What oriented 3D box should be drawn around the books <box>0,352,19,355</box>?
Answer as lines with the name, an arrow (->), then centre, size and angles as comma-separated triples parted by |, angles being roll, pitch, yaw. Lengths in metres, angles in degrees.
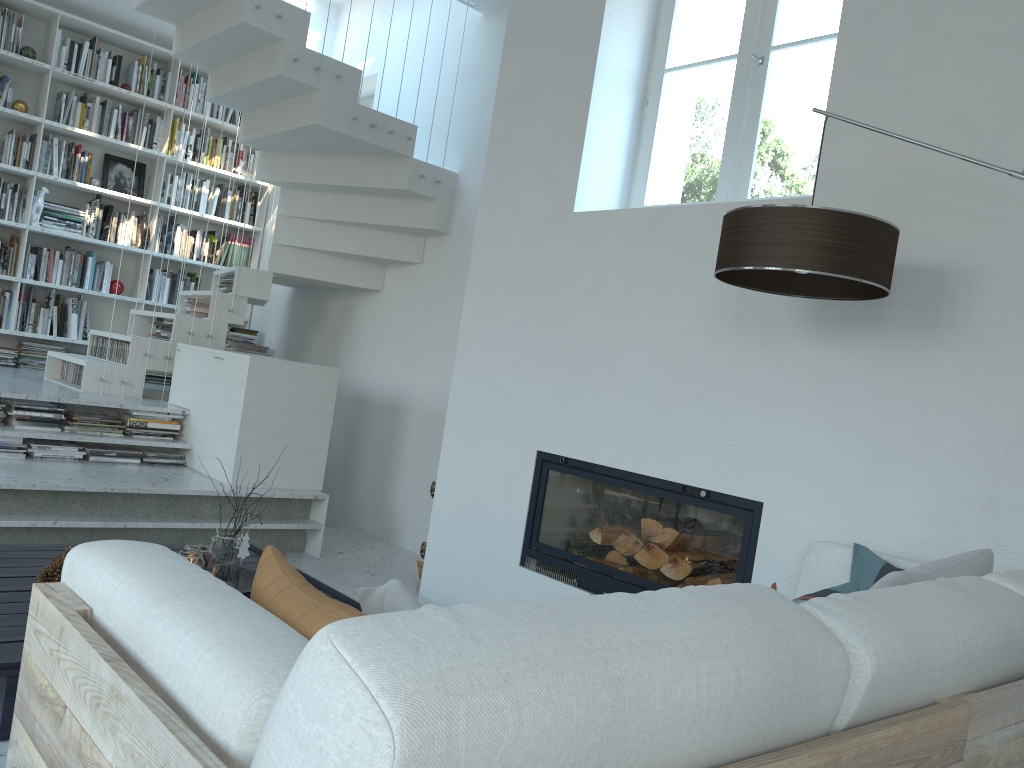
books -> -3.660, -0.233, 6.188 | 0.193, 0.007, 0.346 | 9, 0, 44

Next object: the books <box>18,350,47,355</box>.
books -> -3.417, -0.221, 6.412 | 0.285, 0.005, 0.159 | 9, 0, -43

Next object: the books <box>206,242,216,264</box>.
books -> -2.437, -1.045, 7.103 | 0.024, 0.181, 0.190 | 8, 1, -41

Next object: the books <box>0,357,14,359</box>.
books -> -3.676, -0.205, 6.197 | 0.308, 0.008, 0.195 | 9, 0, -41

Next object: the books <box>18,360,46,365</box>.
books -> -3.422, -0.154, 6.412 | 0.160, 0.007, 0.254 | 9, 0, 45

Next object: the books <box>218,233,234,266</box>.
books -> -2.349, -1.086, 7.197 | 0.072, 0.291, 0.169 | 8, 1, -41

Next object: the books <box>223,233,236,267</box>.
books -> -2.320, -1.084, 7.222 | 0.033, 0.294, 0.169 | 8, 1, -41

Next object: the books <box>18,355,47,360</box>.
books -> -3.415, -0.188, 6.409 | 0.159, 0.007, 0.285 | 9, 0, 44

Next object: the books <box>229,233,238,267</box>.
books -> -2.293, -1.080, 7.228 | 0.018, 0.293, 0.169 | 8, 1, -41

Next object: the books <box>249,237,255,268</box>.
books -> -2.194, -1.064, 7.334 | 0.018, 0.293, 0.169 | 8, 1, -41

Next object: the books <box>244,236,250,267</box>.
books -> -2.221, -1.069, 7.310 | 0.018, 0.293, 0.169 | 8, 1, -41

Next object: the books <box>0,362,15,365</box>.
books -> -3.674, -0.167, 6.186 | 0.346, 0.007, 0.193 | 9, 0, -36

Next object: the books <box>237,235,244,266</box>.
books -> -2.259, -1.075, 7.271 | 0.018, 0.293, 0.169 | 8, 1, -41

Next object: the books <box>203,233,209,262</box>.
books -> -2.485, -1.087, 7.105 | 0.025, 0.249, 0.133 | 8, 1, -41

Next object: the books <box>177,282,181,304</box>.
books -> -2.655, -0.727, 6.985 | 0.014, 0.221, 0.155 | 8, 1, -41

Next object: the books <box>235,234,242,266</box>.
books -> -2.275, -1.077, 7.262 | 0.018, 0.293, 0.169 | 8, 1, -41

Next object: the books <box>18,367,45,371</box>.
books -> -3.432, -0.107, 6.412 | 0.254, 0.007, 0.160 | 9, 0, -38

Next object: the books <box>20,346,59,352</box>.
books -> -3.407, -0.252, 6.410 | 0.254, 0.006, 0.160 | 9, 0, -37

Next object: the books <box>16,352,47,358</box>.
books -> -3.419, -0.202, 6.416 | 0.285, 0.007, 0.159 | 9, 0, -40

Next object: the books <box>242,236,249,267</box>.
books -> -2.231, -1.070, 7.294 | 0.018, 0.293, 0.169 | 8, 1, -41

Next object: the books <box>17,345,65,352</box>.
books -> -3.407, -0.257, 6.412 | 0.285, 0.005, 0.159 | 9, 0, -44

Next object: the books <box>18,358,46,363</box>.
books -> -3.420, -0.168, 6.411 | 0.160, 0.007, 0.254 | 9, 0, 45

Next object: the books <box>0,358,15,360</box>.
books -> -3.668, -0.196, 6.187 | 0.195, 0.008, 0.308 | 9, 0, 44

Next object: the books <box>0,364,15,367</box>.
books -> -3.678, -0.152, 6.188 | 0.346, 0.007, 0.193 | 9, 0, -37

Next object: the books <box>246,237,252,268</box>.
books -> -2.201, -1.066, 7.314 | 0.018, 0.293, 0.169 | 8, 1, -41

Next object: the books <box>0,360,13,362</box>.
books -> -3.677, -0.183, 6.192 | 0.308, 0.008, 0.195 | 9, 0, -39

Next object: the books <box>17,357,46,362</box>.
books -> -3.419, -0.174, 6.411 | 0.159, 0.007, 0.285 | 9, 0, 45

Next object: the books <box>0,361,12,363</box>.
books -> -3.675, -0.175, 6.188 | 0.308, 0.008, 0.195 | 9, 0, -37

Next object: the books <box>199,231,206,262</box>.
books -> -2.496, -1.091, 7.090 | 0.012, 0.254, 0.160 | 8, 1, -41

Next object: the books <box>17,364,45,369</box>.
books -> -3.428, -0.120, 6.411 | 0.254, 0.007, 0.160 | 9, 0, -37

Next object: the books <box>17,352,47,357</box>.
books -> -3.420, -0.209, 6.418 | 0.285, 0.007, 0.159 | 9, 0, -41

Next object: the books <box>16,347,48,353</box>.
books -> -3.416, -0.237, 6.414 | 0.285, 0.005, 0.159 | 9, 0, -42

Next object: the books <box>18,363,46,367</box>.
books -> -3.431, -0.134, 6.415 | 0.254, 0.007, 0.160 | 9, 0, -40

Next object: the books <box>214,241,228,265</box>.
books -> -2.384, -1.051, 7.170 | 0.089, 0.217, 0.166 | 8, 1, -41

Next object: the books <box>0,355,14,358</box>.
books -> -3.664, -0.211, 6.189 | 0.308, 0.008, 0.195 | 9, 0, -36

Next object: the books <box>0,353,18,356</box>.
books -> -3.667, -0.227, 6.195 | 0.346, 0.007, 0.193 | 9, 0, -39

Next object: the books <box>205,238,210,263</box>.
books -> -2.475, -1.064, 7.120 | 0.014, 0.207, 0.138 | 8, 1, -41

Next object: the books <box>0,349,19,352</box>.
books -> -3.662, -0.256, 6.194 | 0.346, 0.007, 0.193 | 9, 0, -43

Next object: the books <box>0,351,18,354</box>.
books -> -3.665, -0.241, 6.194 | 0.346, 0.007, 0.193 | 9, 0, -39

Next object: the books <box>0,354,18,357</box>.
books -> -3.666, -0.219, 6.193 | 0.346, 0.007, 0.193 | 9, 0, -44

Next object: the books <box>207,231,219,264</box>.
books -> -2.429, -1.093, 7.140 | 0.026, 0.278, 0.169 | 8, 1, -41

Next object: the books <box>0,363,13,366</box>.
books -> -3.677, -0.160, 6.189 | 0.195, 0.008, 0.308 | 9, 0, 45

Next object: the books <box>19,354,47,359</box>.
books -> -3.420, -0.195, 6.416 | 0.254, 0.007, 0.160 | 9, 0, -40

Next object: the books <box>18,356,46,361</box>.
books -> -3.422, -0.182, 6.416 | 0.254, 0.007, 0.160 | 9, 0, -40

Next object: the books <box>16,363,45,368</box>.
books -> -3.433, -0.128, 6.417 | 0.254, 0.007, 0.160 | 9, 0, -41

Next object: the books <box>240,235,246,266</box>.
books -> -2.248, -1.073, 7.286 | 0.018, 0.293, 0.169 | 8, 1, -41

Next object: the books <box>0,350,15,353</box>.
books -> -3.663, -0.249, 6.194 | 0.308, 0.008, 0.195 | 9, 0, -39

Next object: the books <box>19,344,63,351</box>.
books -> -3.404, -0.262, 6.409 | 0.160, 0.006, 0.254 | 9, 0, 44

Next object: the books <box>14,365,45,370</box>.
books -> -3.436, -0.114, 6.418 | 0.285, 0.007, 0.159 | 9, 0, -41

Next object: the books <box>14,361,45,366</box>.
books -> -3.425, -0.140, 6.410 | 0.159, 0.007, 0.285 | 9, 0, 45

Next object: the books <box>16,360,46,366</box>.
books -> -3.421, -0.147, 6.410 | 0.285, 0.007, 0.159 | 9, 0, -36

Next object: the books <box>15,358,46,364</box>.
books -> -3.423, -0.161, 6.415 | 0.285, 0.007, 0.159 | 9, 0, -39

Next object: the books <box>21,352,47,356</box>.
books -> -3.420, -0.216, 6.415 | 0.254, 0.006, 0.160 | 9, 0, -41

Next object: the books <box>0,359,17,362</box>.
books -> -3.675, -0.190, 6.193 | 0.346, 0.007, 0.193 | 9, 0, -43

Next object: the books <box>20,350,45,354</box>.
books -> -3.417, -0.226, 6.413 | 0.254, 0.006, 0.160 | 9, 0, -42

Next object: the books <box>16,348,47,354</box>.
books -> -3.417, -0.232, 6.414 | 0.285, 0.005, 0.159 | 9, 0, -40

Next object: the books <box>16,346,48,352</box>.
books -> -3.410, -0.247, 6.408 | 0.159, 0.005, 0.285 | 9, 0, 45

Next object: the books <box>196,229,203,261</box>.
books -> -2.523, -1.098, 7.055 | 0.029, 0.259, 0.171 | 8, 1, -41

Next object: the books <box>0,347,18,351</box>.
books -> -3.661, -0.263, 6.194 | 0.346, 0.007, 0.193 | 9, 0, -39

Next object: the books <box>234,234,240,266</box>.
books -> -2.289, -1.079, 7.250 | 0.018, 0.293, 0.169 | 8, 1, -41
